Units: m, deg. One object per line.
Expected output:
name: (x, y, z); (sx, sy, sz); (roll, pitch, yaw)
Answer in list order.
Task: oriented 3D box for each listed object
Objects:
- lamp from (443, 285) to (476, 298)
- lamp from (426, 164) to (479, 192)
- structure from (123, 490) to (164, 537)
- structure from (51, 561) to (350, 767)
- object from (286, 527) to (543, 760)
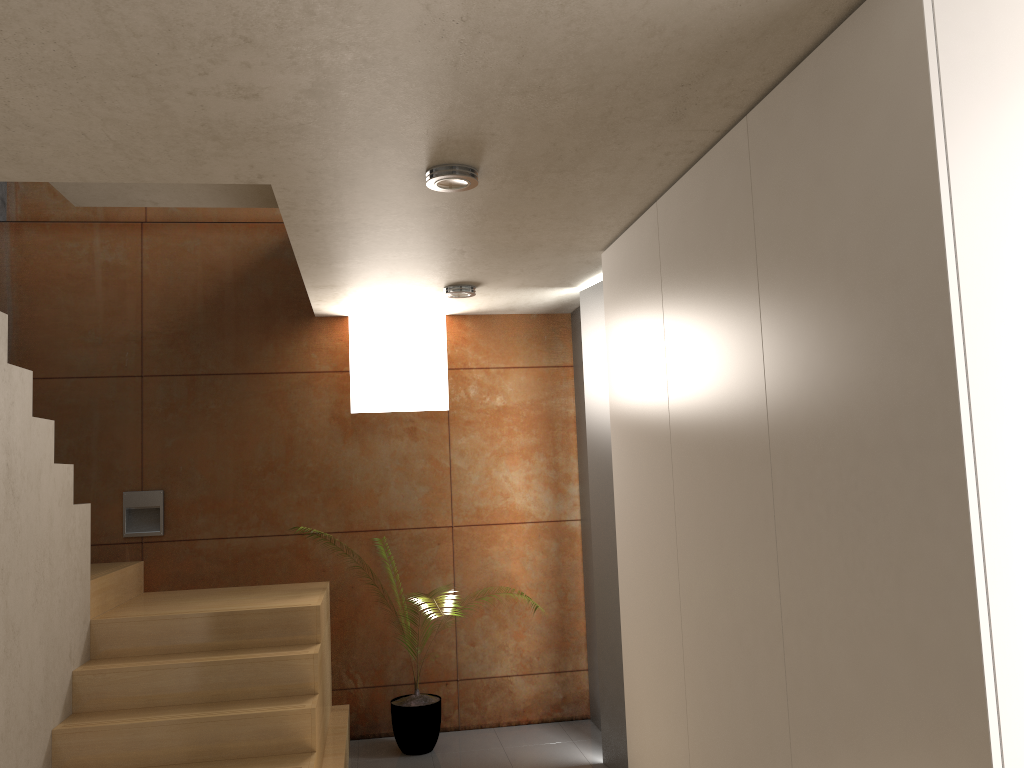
lamp: (-0.282, -0.498, 4.774); (0.173, 0.044, 0.173); (-2, -6, -4)
lamp: (-0.198, -0.682, 2.937); (0.173, 0.044, 0.173); (-5, -6, 26)
structure: (-2.147, 0.757, 5.188); (0.220, 0.260, 0.096); (-1, -6, -9)
structure: (-1.747, 1.448, 3.929); (1.950, 1.110, 2.400); (-1, -6, -9)
object: (-0.565, 1.247, 2.409); (4.200, 1.455, 6.200); (-1, -6, -9)
